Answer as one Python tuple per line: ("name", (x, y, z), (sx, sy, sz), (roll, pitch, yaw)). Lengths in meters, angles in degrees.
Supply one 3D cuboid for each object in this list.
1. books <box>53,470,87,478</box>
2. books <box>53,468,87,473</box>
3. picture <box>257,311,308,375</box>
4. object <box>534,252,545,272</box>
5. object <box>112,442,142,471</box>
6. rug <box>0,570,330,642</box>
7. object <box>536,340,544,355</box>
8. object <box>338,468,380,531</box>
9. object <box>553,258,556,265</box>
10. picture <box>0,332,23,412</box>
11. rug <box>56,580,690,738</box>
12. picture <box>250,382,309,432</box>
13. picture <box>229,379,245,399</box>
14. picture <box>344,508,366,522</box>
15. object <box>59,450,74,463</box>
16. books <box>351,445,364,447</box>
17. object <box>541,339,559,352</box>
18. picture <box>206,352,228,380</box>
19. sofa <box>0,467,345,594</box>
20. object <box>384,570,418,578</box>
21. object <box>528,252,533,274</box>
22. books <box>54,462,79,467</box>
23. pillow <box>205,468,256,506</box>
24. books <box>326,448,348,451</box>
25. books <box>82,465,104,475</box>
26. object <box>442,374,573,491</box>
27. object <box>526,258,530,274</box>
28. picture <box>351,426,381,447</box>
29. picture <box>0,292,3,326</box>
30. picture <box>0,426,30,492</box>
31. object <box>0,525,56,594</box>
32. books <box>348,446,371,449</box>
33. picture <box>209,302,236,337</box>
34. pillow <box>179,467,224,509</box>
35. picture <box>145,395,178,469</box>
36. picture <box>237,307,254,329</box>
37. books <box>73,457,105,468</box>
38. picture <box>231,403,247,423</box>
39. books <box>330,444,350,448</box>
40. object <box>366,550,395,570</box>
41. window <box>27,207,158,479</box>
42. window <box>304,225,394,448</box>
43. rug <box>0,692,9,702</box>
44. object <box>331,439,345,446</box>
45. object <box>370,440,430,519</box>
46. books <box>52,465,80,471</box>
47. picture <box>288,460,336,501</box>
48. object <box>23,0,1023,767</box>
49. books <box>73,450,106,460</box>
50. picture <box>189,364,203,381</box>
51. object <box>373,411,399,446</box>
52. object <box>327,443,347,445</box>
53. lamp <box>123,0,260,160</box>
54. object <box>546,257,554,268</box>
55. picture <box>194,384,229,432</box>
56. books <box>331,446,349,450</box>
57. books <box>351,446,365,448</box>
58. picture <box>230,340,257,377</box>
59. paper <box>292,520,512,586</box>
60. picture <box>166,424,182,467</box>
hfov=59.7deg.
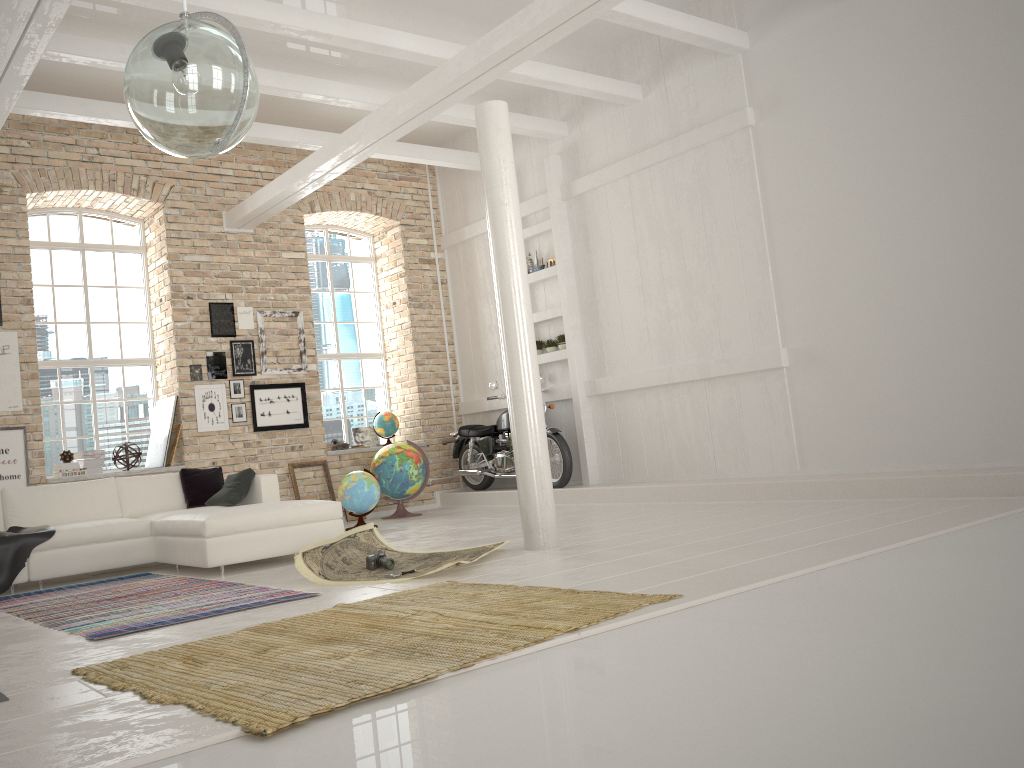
("books", (-4.477, 0.914, 9.025), (0.258, 0.048, 0.233), (-3, -5, -42))
("books", (-4.479, 0.878, 9.030), (0.253, 0.024, 0.233), (-3, -5, -42))
("picture", (-2.681, -0.483, 10.408), (0.565, 0.750, 0.027), (-3, -6, -37))
("object", (0.309, -1.448, 10.422), (0.060, 0.261, 0.245), (-4, -5, -26))
("object", (-4.052, 0.762, 9.383), (0.327, 0.308, 0.285), (-10, -6, 42))
("rug", (-2.413, 1.360, 5.626), (1.317, 0.008, 2.855), (-3, -5, -40))
("object", (0.281, -0.425, 10.515), (0.241, 0.180, 0.240), (-8, -4, 22))
("object", (-1.586, 1.203, 9.283), (0.452, 0.632, 0.443), (-6, -4, 2))
("object", (0.527, -1.394, 10.217), (0.109, 0.088, 0.105), (-6, -4, 3))
("picture", (-5.046, -0.114, 8.578), (0.552, 0.786, 0.039), (-3, -6, -37))
("rug", (-0.537, 1.034, 3.731), (2.053, 0.021, 1.639), (-2, -5, -44))
("picture", (-2.681, 0.263, 10.284), (0.668, 0.536, 0.033), (-3, -6, -37))
("picture", (-3.091, 0.058, 10.021), (0.165, 0.213, 0.012), (-3, -6, -37))
("picture", (-1.892, 1.454, 10.648), (0.250, 0.351, 0.102), (-3, -6, -37))
("object", (-4.540, 0.742, 9.091), (0.139, 0.137, 0.146), (-5, -4, -11))
("books", (-1.893, 0.756, 10.909), (0.108, 0.013, 0.126), (-8, -4, 26))
("object", (0.453, -0.443, 10.337), (0.239, 0.158, 0.216), (-10, -6, 43))
("picture", (-3.284, -0.205, 9.918), (0.215, 0.307, 0.015), (-3, -6, -37))
("sofa", (-3.242, 1.146, 6.897), (3.069, 0.843, 2.311), (-3, -5, -38))
("object", (-0.659, 1.147, 5.398), (0.212, 0.019, 0.103), (-3, -5, -42))
("object", (0.221, -1.432, 10.577), (0.068, 0.268, 0.066), (-7, -5, 5))
("books", (-4.513, 0.816, 9.031), (0.188, 0.030, 0.172), (-9, -5, 40))
("pillow", (-2.489, 0.914, 7.881), (0.444, 0.306, 0.318), (-10, -5, 41))
("books", (-2.154, 0.815, 10.943), (0.239, 0.025, 0.215), (-3, -5, -38))
("books", (-4.471, 0.918, 9.433), (0.223, 0.088, 0.336), (-3, -5, -34))
("object", (-0.078, 0.596, 10.546), (0.760, 1.330, 2.313), (-2, -6, -44))
("object", (0.152, -1.398, 10.698), (0.250, 0.229, 0.066), (-10, -6, 42))
("picture", (-1.909, 0.708, 11.674), (0.368, 0.293, 0.072), (-3, -6, -37))
("picture", (-5.249, -0.944, 8.592), (0.551, 0.785, 0.039), (-3, -6, -37))
("picture", (-4.899, 0.796, 8.535), (0.485, 0.757, 0.013), (-3, -6, -37))
("object", (-3.975, 1.345, 6.783), (0.837, 0.465, 0.826), (-3, -5, -40))
("books", (-1.870, 0.783, 10.903), (0.213, 0.022, 0.187), (-3, -5, -38))
("picture", (-3.254, -0.722, 10.025), (0.277, 0.395, 0.020), (-3, -6, -37))
("pillow", (-2.821, 0.950, 8.183), (0.399, 0.390, 0.258), (-3, -6, -37))
("picture", (-3.844, 0.539, 9.784), (0.229, 0.765, 0.626), (-3, -6, -39))
("picture", (-3.046, -0.753, 10.191), (0.182, 0.259, 0.013), (-3, -6, -37))
("books", (-4.480, 0.836, 9.441), (0.222, 0.088, 0.338), (-2, -5, -44))
("picture", (-3.060, 0.324, 9.999), (0.165, 0.213, 0.012), (-3, -6, -37))
("books", (-2.157, 0.764, 10.958), (0.241, 0.026, 0.217), (-2, -5, -43))
("object", (-0.848, 1.142, 5.786), (0.139, 0.124, 0.180), (-3, -5, -39))
("window", (-0.894, -1.178, 5.237), (1.339, 2.992, 12.173), (-3, -5, -39))
("window", (1.485, -1.308, 7.042), (1.339, 2.992, 12.173), (-3, -5, -39))
("rug", (-3.258, 1.329, 3.869), (1.345, 0.042, 2.891), (-3, -5, -40))
("object", (-2.141, 0.724, 10.985), (0.095, 0.090, 0.474), (-6, -4, 0))
("object", (-1.321, 1.126, 10.444), (0.693, 0.925, 0.617), (-9, -5, 27))
("books", (-4.515, 0.850, 9.025), (0.207, 0.041, 0.190), (-9, -5, 37))
("picture", (-2.276, 1.267, 10.287), (0.473, 0.749, 0.236), (-3, -6, -38))
("object", (-1.238, -1.201, 5.021), (9.485, 4.805, 12.618), (-3, -5, -39))
("books", (-4.493, 0.751, 9.437), (0.243, 0.085, 0.285), (-8, -4, 32))
("picture", (-3.462, -0.124, 9.771), (0.126, 0.179, 0.009), (-4, -6, -32))
("object", (-1.607, 0.573, 11.451), (0.310, 0.465, 0.349), (-3, -5, -33))
("object", (-2.154, 0.741, 10.949), (0.200, 0.021, 0.169), (-3, -5, -38))
("lamp", (-1.265, -1.626, 3.404), (0.478, 1.601, 0.525), (-4, -5, -24))
("object", (0.450, -1.396, 10.312), (0.101, 0.120, 0.112), (-5, -5, -21))
("picture", (-3.306, 0.262, 9.818), (0.343, 0.514, 0.014), (-3, -6, -37))
("books", (-2.160, 0.790, 10.949), (0.238, 0.030, 0.216), (-3, -5, -39))
("books", (-1.883, 0.768, 10.905), (0.142, 0.014, 0.099), (-8, -4, 33))
("picture", (-3.043, -0.293, 10.104), (0.273, 0.410, 0.011), (-3, -6, -37))
("paper", (-0.645, 1.054, 5.835), (1.103, 0.265, 1.408), (-7, -4, 15))
("picture", (-3.698, 0.676, 9.661), (0.162, 0.461, 0.386), (-3, -6, -40))
